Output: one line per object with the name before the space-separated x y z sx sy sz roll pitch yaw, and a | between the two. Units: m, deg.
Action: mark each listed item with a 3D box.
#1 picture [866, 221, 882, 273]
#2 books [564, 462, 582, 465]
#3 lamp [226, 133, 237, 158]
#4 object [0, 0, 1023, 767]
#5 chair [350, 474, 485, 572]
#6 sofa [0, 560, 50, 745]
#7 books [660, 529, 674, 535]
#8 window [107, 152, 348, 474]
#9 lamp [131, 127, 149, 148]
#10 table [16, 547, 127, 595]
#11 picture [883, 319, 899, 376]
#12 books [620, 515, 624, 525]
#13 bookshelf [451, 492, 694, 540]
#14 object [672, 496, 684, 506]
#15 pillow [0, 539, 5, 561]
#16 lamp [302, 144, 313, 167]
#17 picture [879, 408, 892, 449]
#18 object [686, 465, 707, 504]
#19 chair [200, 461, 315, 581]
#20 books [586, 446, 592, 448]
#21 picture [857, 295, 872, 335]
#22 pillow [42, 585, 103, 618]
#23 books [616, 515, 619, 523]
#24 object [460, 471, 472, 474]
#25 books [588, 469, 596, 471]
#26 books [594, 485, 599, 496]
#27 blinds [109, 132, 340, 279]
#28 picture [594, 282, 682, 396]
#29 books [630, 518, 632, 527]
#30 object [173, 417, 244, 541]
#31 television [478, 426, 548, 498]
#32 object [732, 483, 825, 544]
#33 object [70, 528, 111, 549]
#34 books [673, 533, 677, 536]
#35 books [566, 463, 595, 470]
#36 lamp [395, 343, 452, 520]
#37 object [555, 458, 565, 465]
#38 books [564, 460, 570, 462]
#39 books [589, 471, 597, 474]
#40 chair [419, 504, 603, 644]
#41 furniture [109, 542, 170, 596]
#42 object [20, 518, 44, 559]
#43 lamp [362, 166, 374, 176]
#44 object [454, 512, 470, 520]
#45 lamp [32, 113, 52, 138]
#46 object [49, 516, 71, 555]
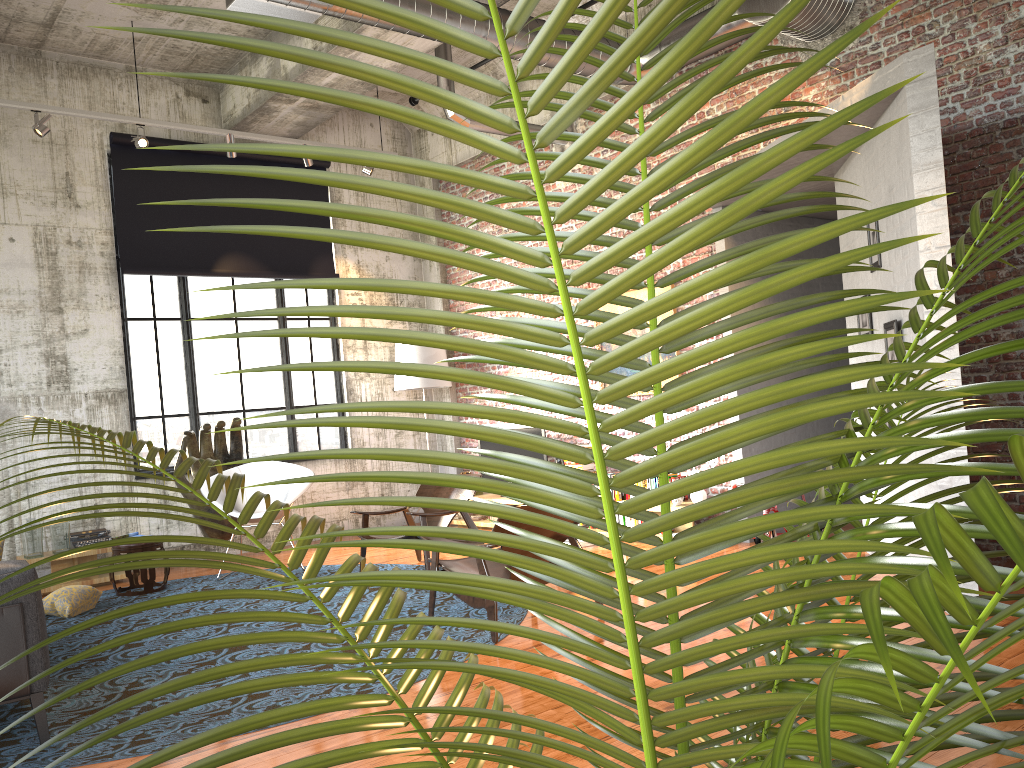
picture | 2.396 -0.944 5.876 0.015 0.381 0.278 -5 0 9
books | 0.698 0.814 9.220 0.183 0.034 0.254 -4 -2 -39
lamp | -2.800 -2.355 8.832 0.102 0.251 0.165 -5 0 -14
object | -0.040 0.349 0.805 1.887 2.063 1.514 -5 0 -16
chair | -0.785 1.230 7.706 0.876 0.793 1.042 -5 -1 41
sofa | -3.506 1.352 4.790 1.360 0.861 3.008 -4 -2 -37
books | 1.370 1.364 8.200 0.149 0.026 0.215 -4 -2 -39
window | -3.105 -0.769 9.966 2.576 3.435 0.050 -4 0 -39
lamp | -3.495 -2.306 8.336 0.102 0.211 0.261 -5 -1 -44
table | -4.130 1.750 8.375 0.874 0.359 0.476 -4 -1 -39
picture | 2.375 -0.220 5.544 0.015 0.341 0.329 -5 -1 11
books | 1.105 1.302 8.597 0.133 0.219 0.040 -5 0 -39
bookshelf | 0.561 1.384 9.340 0.547 0.359 3.850 -4 -2 -39
object | 1.488 1.035 7.985 0.123 0.123 0.251 -5 -1 6
pillow | -2.650 0.976 4.195 0.536 0.446 0.260 -4 0 -32
lamp | -2.162 -2.394 9.353 0.102 0.251 0.165 -5 0 6
picture | 2.508 0.276 5.960 0.015 0.341 0.329 -5 -1 11
object | 1.658 0.852 7.928 0.198 0.445 0.233 -5 0 39
chair | -2.392 1.263 8.438 1.057 1.030 0.806 -5 0 0
books | 0.701 0.692 9.225 0.197 0.066 0.260 -4 -2 -39
picture | 2.504 -0.464 6.314 0.015 0.316 0.426 -5 -1 11
pillow | -3.573 1.752 7.145 0.481 0.247 0.503 -5 -1 17
books | 1.065 1.323 8.645 0.129 0.186 0.043 -5 0 -39
object | -0.547 1.157 10.637 0.215 0.208 0.216 -5 -1 40
books | 0.819 1.027 9.067 0.176 0.291 0.044 -5 0 -39
books | 0.905 1.042 8.959 0.174 0.240 0.045 -4 0 -39
blinds | -3.092 -1.902 9.822 2.440 1.464 0.151 -4 0 -39
picture | 1.218 -0.419 8.756 0.040 1.064 1.066 -5 0 -39
books | 1.188 1.315 8.495 0.126 0.174 0.028 -4 0 -39
object | -3.101 1.015 9.132 0.727 1.296 0.456 -5 0 -27
television | 0.025 0.871 9.985 1.091 0.793 0.285 -6 0 38
object | 2.333 0.860 0.714 8.758 0.657 20.862 -4 -2 -39
object | -4.013 1.486 8.456 0.423 0.153 0.382 -4 -2 -39
books | 1.508 1.349 7.977 0.168 0.023 0.231 -4 -2 -19
books | 0.706 0.860 9.220 0.180 0.060 0.260 -4 -2 -39
lamp | -1.019 0.607 10.683 0.693 2.243 0.707 -5 0 -17
object | 0.528 0.983 9.472 0.267 0.455 0.268 -5 0 -8
books | 0.692 0.780 9.217 0.183 0.034 0.254 -4 -2 -39
books | 0.859 1.026 9.044 0.198 0.284 0.040 -5 0 -39
chair | 0.003 1.106 5.632 0.874 0.793 1.045 -4 -1 -38
furniture | -3.308 1.603 7.867 0.432 0.477 0.432 -5 -1 6
object | -4.367 1.404 8.068 0.163 0.361 0.163 -5 0 -41
lamp | -1.614 -2.420 9.863 0.226 0.215 0.102 -5 0 2
object | -0.620 1.549 10.608 0.183 0.133 0.274 -4 -1 -30
lamp | -4.135 -2.269 7.790 0.182 0.240 0.102 -4 0 -44
object | -4.187 1.393 8.214 0.163 0.361 0.163 -5 0 -36
